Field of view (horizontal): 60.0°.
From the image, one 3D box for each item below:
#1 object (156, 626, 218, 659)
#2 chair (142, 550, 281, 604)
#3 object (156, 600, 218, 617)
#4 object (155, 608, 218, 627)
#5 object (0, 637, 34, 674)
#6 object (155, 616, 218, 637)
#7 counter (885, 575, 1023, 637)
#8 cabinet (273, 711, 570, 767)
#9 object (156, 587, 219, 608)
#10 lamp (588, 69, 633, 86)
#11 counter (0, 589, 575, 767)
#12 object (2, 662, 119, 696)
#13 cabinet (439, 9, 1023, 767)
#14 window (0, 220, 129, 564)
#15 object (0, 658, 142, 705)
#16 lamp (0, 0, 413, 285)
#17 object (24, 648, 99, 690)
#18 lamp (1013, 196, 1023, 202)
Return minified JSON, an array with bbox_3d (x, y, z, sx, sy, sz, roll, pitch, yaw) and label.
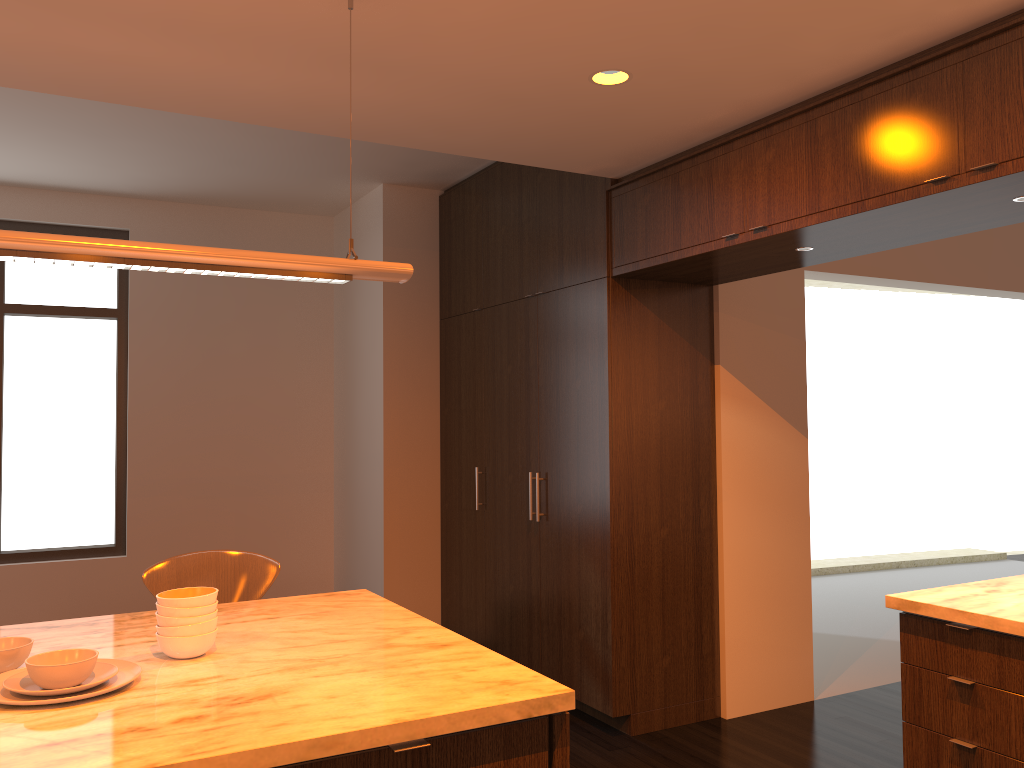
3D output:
[{"bbox_3d":[-0.769,0.613,2.098,0.140,0.059,0.139,1,-3,-37],"label":"object"},{"bbox_3d":[-0.887,1.060,2.675,0.520,1.047,0.506,1,-3,-24],"label":"chair"},{"bbox_3d":[-0.770,0.545,2.101,0.139,0.064,0.140,-2,-3,36],"label":"object"},{"bbox_3d":[-0.770,0.567,2.100,0.140,0.062,0.139,1,-3,-29],"label":"object"},{"bbox_3d":[-1.148,0.611,1.983,0.139,0.059,0.138,0,-2,-3],"label":"object"},{"bbox_3d":[-0.769,0.589,2.099,0.139,0.068,0.140,-3,-3,44],"label":"object"},{"bbox_3d":[1.011,0.593,0.855,3.616,0.038,3.187,1,-3,-29],"label":"counter"},{"bbox_3d":[-1.364,1.107,1.695,2.713,0.876,1.281,1,-3,-29],"label":"cabinet"},{"bbox_3d":[-0.769,0.524,2.102,0.140,0.062,0.139,0,-3,-20],"label":"object"},{"bbox_3d":[6.371,-1.145,2.980,16.431,0.171,5.868,1,-3,-29],"label":"lamp"},{"bbox_3d":[-1.368,0.650,1.714,2.711,0.038,1.280,1,-3,-29],"label":"counter"},{"bbox_3d":[-0.937,0.619,1.847,0.217,0.025,0.216,0,-2,-11],"label":"object"},{"bbox_3d":[-0.405,0.027,1.454,5.521,2.997,7.728,1,-3,-29],"label":"cabinet"},{"bbox_3d":[-3.671,0.043,5.555,2.310,2.201,0.152,1,-3,-27],"label":"window"},{"bbox_3d":[-0.937,0.623,1.846,0.310,0.021,0.309,1,-3,-29],"label":"object"},{"bbox_3d":[-1.373,-0.660,1.812,2.465,0.765,0.120,1,-3,-29],"label":"lamp"},{"bbox_3d":[-0.937,0.598,1.847,0.139,0.059,0.138,0,-2,-3],"label":"object"},{"bbox_3d":[1.580,-0.572,2.729,0.068,0.004,0.068,-3,-3,42],"label":"lamp"}]
